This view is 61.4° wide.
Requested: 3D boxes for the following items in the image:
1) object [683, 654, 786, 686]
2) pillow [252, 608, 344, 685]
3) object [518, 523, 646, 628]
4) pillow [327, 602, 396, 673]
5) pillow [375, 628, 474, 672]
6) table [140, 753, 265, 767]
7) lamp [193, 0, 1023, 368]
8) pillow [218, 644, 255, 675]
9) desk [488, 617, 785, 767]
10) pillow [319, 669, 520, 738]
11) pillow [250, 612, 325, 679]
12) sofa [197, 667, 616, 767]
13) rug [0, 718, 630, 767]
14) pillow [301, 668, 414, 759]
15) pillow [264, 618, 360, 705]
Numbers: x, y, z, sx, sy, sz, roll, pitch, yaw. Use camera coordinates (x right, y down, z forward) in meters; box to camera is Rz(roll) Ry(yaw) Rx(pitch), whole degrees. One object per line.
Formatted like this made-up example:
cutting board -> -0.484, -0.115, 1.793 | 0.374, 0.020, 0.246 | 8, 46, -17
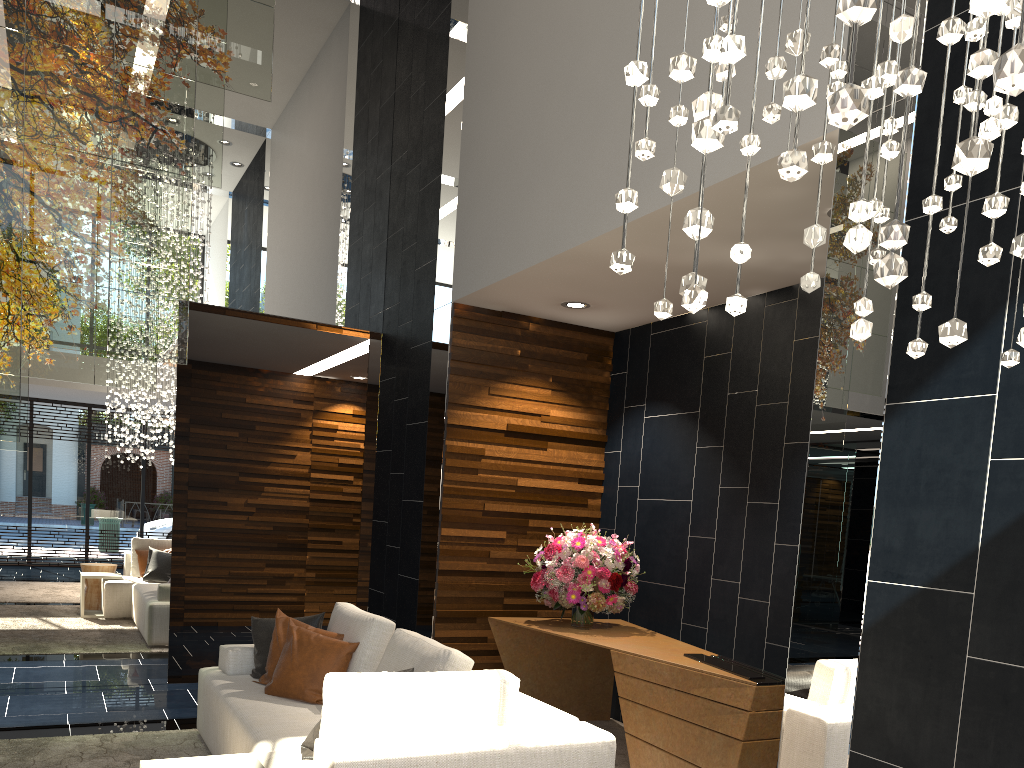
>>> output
object -> 1.128, 1.420, 4.305 | 0.242, 0.026, 0.711 | 6, -9, -17
pillow -> -1.145, 1.440, 4.650 | 0.546, 0.433, 0.243 | 2, 1, 27
object -> 0.469, 1.221, 5.518 | 0.696, 0.679, 0.655 | 5, -2, -37
pillow -> -0.865, 1.442, 4.676 | 0.249, 0.452, 0.716 | 3, -4, -28
pillow -> -0.447, 1.360, 3.886 | 0.292, 0.436, 0.716 | 3, -4, -27
table -> -1.085, 1.596, 3.045 | 0.402, 0.468, 0.397 | 4, -1, -28
lamp -> -1.094, -46.090, 1.673 | 399.287, 114.234, 401.338 | 4, -7, -2
pillow -> -1.396, 1.612, 5.086 | 0.629, 0.152, 0.238 | 9, -6, -33
desk -> 0.769, 1.878, 5.023 | 0.997, 0.748, 2.237 | 6, -7, -28
pillow -> -0.331, 1.239, 3.057 | 0.717, 0.461, 0.215 | 6, 1, -27
pillow -> -1.267, 1.461, 4.830 | 0.551, 0.417, 0.255 | 3, 1, 20
sofa -> -0.864, 1.644, 4.033 | 1.301, 0.682, 2.842 | 7, -8, -27
rug -> -1.298, 1.926, 3.775 | 5.949, 0.006, 3.204 | 8, -10, -28
pillow -> -0.636, 1.350, 3.550 | 0.297, 0.365, 0.509 | 4, -4, 22
pillow -> -1.052, 1.440, 4.450 | 0.516, 0.415, 0.269 | 2, 0, 33
